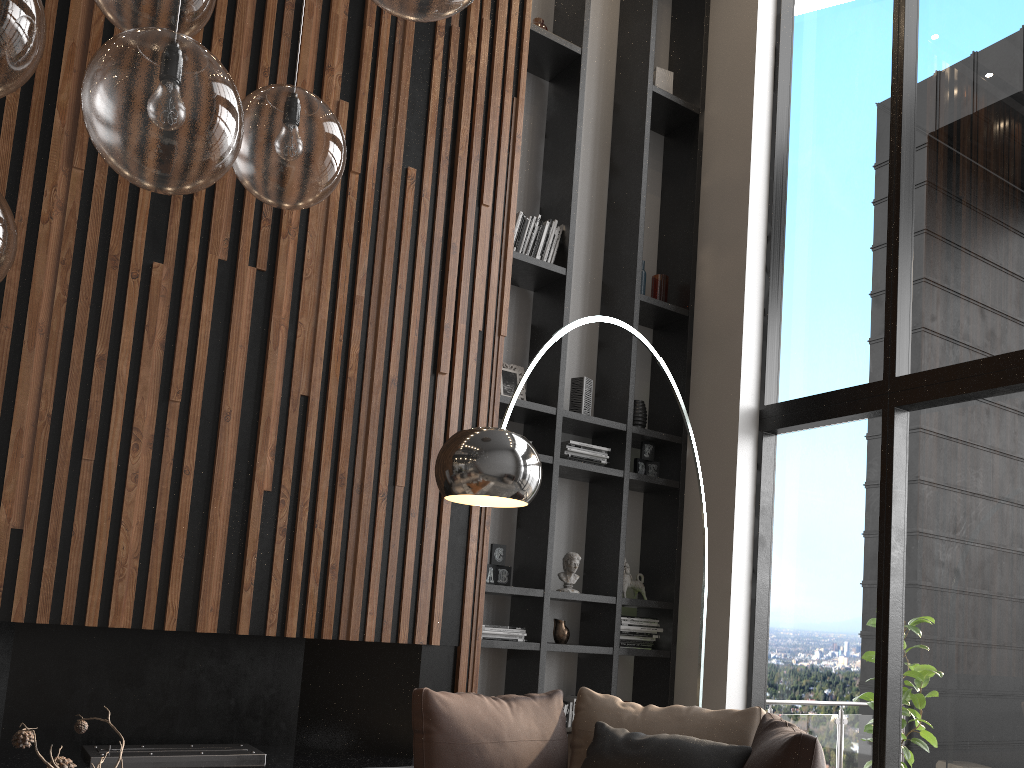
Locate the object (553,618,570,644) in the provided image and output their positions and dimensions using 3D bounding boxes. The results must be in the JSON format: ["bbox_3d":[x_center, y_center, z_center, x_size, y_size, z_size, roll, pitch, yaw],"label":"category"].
[{"bbox_3d":[0.287,1.435,5.080,0.100,0.139,0.105,3,-10,6],"label":"object"}]

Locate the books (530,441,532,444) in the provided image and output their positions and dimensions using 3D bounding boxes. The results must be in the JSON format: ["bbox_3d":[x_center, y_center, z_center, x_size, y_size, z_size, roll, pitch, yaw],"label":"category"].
[{"bbox_3d":[-0.024,0.361,4.927,0.177,0.070,0.332,13,-17,-31],"label":"books"}]

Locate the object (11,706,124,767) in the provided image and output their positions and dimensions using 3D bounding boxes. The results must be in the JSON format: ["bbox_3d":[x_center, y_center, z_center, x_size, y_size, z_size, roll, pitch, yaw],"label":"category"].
[{"bbox_3d":[-0.725,0.816,1.373,0.543,0.590,0.324,-2,-10,29],"label":"object"}]

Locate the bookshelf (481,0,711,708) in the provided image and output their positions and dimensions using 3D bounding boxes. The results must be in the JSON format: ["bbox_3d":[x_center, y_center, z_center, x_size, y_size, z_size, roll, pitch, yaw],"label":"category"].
[{"bbox_3d":[0.442,-0.510,5.280,1.475,5.201,0.341,9,-8,-32],"label":"bookshelf"}]

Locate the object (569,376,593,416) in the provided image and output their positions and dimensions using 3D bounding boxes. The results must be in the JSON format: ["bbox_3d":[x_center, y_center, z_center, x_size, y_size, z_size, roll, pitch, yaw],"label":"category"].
[{"bbox_3d":[0.409,0.098,5.216,0.105,0.254,0.106,-2,-10,38],"label":"object"}]

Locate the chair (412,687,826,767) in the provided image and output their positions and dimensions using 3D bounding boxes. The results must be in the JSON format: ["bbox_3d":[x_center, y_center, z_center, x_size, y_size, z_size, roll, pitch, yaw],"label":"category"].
[{"bbox_3d":[0.315,1.517,2.916,1.445,0.878,1.521,5,-13,-5],"label":"chair"}]

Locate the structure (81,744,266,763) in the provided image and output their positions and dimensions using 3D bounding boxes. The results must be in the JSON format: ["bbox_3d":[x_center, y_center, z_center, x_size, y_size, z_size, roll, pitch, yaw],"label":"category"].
[{"bbox_3d":[-1.469,1.624,3.812,0.719,0.100,0.304,14,-17,-31],"label":"structure"}]

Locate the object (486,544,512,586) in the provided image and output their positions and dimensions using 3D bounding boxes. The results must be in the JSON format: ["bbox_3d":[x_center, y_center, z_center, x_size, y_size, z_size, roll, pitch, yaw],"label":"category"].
[{"bbox_3d":[-0.086,1.006,4.853,0.191,0.230,0.060,11,-9,-34],"label":"object"}]

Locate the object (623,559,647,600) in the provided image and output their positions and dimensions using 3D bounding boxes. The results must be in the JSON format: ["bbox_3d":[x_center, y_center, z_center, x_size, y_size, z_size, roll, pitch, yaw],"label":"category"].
[{"bbox_3d":[0.718,1.191,5.388,0.256,0.275,0.132,13,-12,-39],"label":"object"}]

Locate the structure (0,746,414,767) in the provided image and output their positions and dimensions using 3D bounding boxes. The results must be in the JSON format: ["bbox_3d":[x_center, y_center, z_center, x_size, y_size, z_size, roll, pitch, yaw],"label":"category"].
[{"bbox_3d":[-1.816,1.741,3.504,6.612,0.448,0.677,14,-16,-31],"label":"structure"}]

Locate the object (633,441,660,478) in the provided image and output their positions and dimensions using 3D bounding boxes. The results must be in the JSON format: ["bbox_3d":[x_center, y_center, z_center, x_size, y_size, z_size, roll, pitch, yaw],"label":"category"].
[{"bbox_3d":[0.828,0.474,5.405,0.190,0.228,0.060,10,-9,-29],"label":"object"}]

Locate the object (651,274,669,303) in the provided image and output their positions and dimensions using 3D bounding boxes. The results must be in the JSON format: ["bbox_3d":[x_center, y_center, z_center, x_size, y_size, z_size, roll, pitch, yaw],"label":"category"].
[{"bbox_3d":[0.941,-0.573,5.593,0.103,0.225,0.103,-3,-11,43],"label":"object"}]

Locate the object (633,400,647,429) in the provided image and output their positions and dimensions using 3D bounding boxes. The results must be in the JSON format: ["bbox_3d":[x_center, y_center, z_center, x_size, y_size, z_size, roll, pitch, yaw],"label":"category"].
[{"bbox_3d":[0.777,0.217,5.479,0.143,0.213,0.142,12,-12,-40],"label":"object"}]

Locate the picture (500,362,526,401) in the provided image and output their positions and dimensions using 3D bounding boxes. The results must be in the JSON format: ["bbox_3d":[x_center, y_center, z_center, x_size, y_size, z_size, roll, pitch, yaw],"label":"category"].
[{"bbox_3d":[-0.023,0.006,5.012,0.218,0.265,0.115,10,-10,-31],"label":"picture"}]

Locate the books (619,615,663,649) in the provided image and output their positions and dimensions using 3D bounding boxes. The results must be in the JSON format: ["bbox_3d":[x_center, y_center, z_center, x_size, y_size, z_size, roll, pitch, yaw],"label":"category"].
[{"bbox_3d":[0.703,1.506,5.317,0.378,0.186,0.221,12,-14,-31],"label":"books"}]

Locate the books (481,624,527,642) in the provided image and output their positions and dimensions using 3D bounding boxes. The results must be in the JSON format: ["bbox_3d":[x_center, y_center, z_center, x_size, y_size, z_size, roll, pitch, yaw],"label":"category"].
[{"bbox_3d":[-0.100,1.359,4.787,0.326,0.076,0.222,13,-17,-31],"label":"books"}]

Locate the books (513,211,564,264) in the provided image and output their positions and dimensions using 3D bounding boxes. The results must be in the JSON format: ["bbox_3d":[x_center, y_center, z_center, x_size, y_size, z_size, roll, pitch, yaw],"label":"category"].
[{"bbox_3d":[0.092,-0.814,5.050,0.372,0.293,0.188,12,-11,-31],"label":"books"}]

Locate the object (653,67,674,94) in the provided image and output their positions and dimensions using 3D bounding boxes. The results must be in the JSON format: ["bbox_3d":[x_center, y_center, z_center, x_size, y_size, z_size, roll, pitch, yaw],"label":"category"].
[{"bbox_3d":[0.972,-1.913,5.721,0.135,0.255,0.084,8,-8,-22],"label":"object"}]

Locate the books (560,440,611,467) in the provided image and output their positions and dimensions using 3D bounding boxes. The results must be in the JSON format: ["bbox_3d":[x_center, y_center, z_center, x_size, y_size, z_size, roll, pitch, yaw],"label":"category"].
[{"bbox_3d":[0.393,0.432,5.178,0.326,0.125,0.222,13,-16,-31],"label":"books"}]

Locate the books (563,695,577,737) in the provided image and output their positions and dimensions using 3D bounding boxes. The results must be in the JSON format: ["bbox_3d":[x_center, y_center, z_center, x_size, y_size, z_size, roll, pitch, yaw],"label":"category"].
[{"bbox_3d":[0.329,1.944,5.042,0.337,0.281,0.176,11,-11,-31],"label":"books"}]

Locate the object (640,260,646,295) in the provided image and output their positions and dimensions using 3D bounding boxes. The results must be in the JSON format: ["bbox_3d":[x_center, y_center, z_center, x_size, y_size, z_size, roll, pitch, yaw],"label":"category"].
[{"bbox_3d":[0.802,-0.635,5.502,0.078,0.287,0.080,4,-7,5],"label":"object"}]

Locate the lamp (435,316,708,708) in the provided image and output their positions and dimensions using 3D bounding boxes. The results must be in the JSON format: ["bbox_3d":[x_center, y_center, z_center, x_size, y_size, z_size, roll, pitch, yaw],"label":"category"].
[{"bbox_3d":[0.377,0.896,3.265,0.320,2.282,2.080,0,-11,34],"label":"lamp"}]

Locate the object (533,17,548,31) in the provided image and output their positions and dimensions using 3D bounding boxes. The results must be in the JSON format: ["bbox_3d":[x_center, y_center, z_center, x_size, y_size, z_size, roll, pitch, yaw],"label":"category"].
[{"bbox_3d":[0.151,-2.073,5.193,0.130,0.168,0.134,1,-10,19],"label":"object"}]

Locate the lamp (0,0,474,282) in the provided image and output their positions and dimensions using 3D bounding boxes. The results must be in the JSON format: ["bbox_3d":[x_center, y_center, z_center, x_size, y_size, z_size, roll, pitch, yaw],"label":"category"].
[{"bbox_3d":[-0.385,-2.563,1.616,1.246,4.890,1.240,9,-8,-34],"label":"lamp"}]

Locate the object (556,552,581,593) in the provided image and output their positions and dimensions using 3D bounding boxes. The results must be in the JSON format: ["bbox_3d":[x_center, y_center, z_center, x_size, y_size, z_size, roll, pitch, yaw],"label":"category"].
[{"bbox_3d":[0.331,1.101,5.099,0.138,0.239,0.140,3,-9,9],"label":"object"}]
